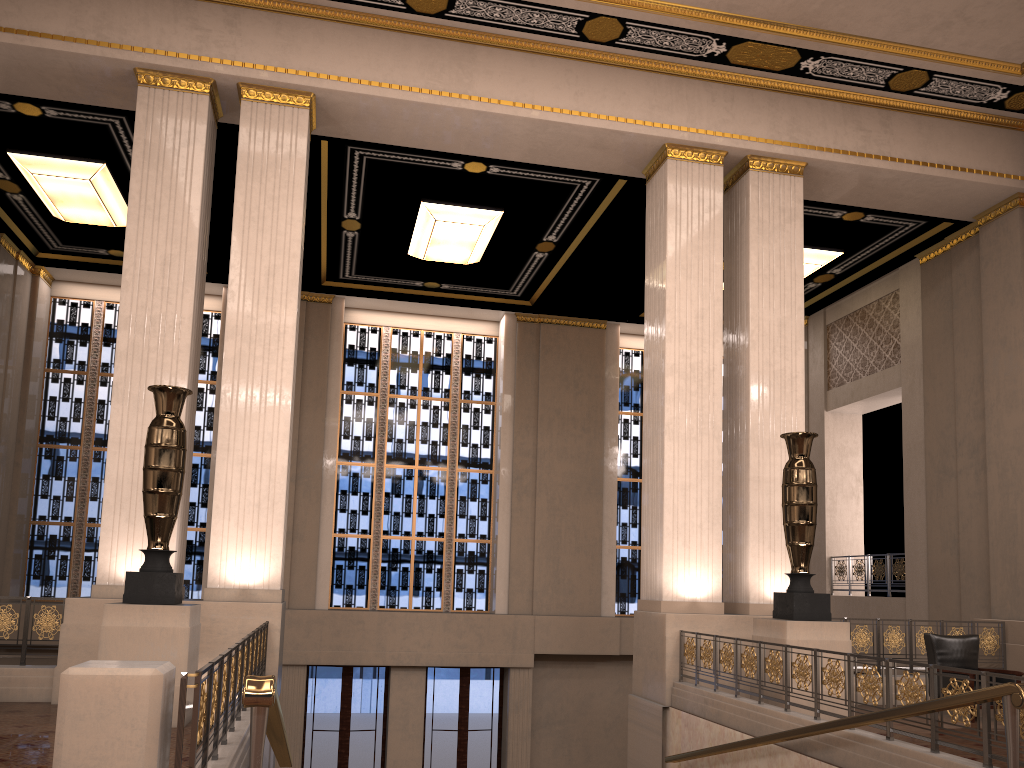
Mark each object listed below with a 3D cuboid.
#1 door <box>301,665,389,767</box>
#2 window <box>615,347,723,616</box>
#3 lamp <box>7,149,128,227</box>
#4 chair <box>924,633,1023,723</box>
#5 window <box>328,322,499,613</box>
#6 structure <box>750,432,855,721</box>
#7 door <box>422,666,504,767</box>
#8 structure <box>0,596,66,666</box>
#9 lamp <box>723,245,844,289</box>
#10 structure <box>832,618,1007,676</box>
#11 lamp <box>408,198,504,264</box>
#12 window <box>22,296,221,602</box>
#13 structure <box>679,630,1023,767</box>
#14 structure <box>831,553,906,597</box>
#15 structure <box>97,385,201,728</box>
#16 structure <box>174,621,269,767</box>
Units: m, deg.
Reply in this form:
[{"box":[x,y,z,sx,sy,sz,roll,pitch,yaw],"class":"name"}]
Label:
[{"box":[-2.938,6.250,15.406,1.493,2.688,0.157,4,-7,-12],"class":"door"},{"box":[3.353,1.993,17.738,2.991,5.287,0.070,4,-7,-12],"class":"window"},{"box":[-6.040,-2.624,12.245,1.169,0.211,2.051,4,-13,-11],"class":"lamp"},{"box":[4.717,3.003,9.044,0.649,0.832,0.727,5,-10,-17],"class":"chair"},{"box":[-1.807,1.583,16.658,2.991,5.287,0.070,4,-7,-12],"class":"window"},{"box":[2.821,1.870,8.635,0.701,2.751,0.709,3,-7,-12],"class":"structure"},{"box":[-0.897,6.412,15.833,1.493,2.688,0.157,4,-7,-12],"class":"door"},{"box":[-5.495,2.287,8.226,2.538,0.646,0.032,4,-7,-12],"class":"structure"},{"box":[4.329,-1.802,14.417,1.169,0.211,2.051,4,-13,-11],"class":"lamp"},{"box":[4.712,3.097,10.363,2.538,0.646,0.032,4,-7,-12],"class":"structure"},{"box":[-0.900,-2.216,13.322,1.169,0.211,2.051,4,-13,-11],"class":"lamp"},{"box":[-6.795,1.188,15.613,2.991,5.287,0.070,4,-7,-12],"class":"window"},{"box":[2.295,2.334,6.908,0.079,0.528,5.020,3,-13,-12],"class":"structure"},{"box":[5.797,3.108,14.314,0.031,0.657,2.192,3,-12,-11],"class":"structure"},{"box":[-2.974,1.410,7.421,0.701,2.751,0.709,3,-7,-12],"class":"structure"},{"box":[-1.842,2.006,6.042,0.079,0.528,5.021,3,-13,-11],"class":"structure"}]
